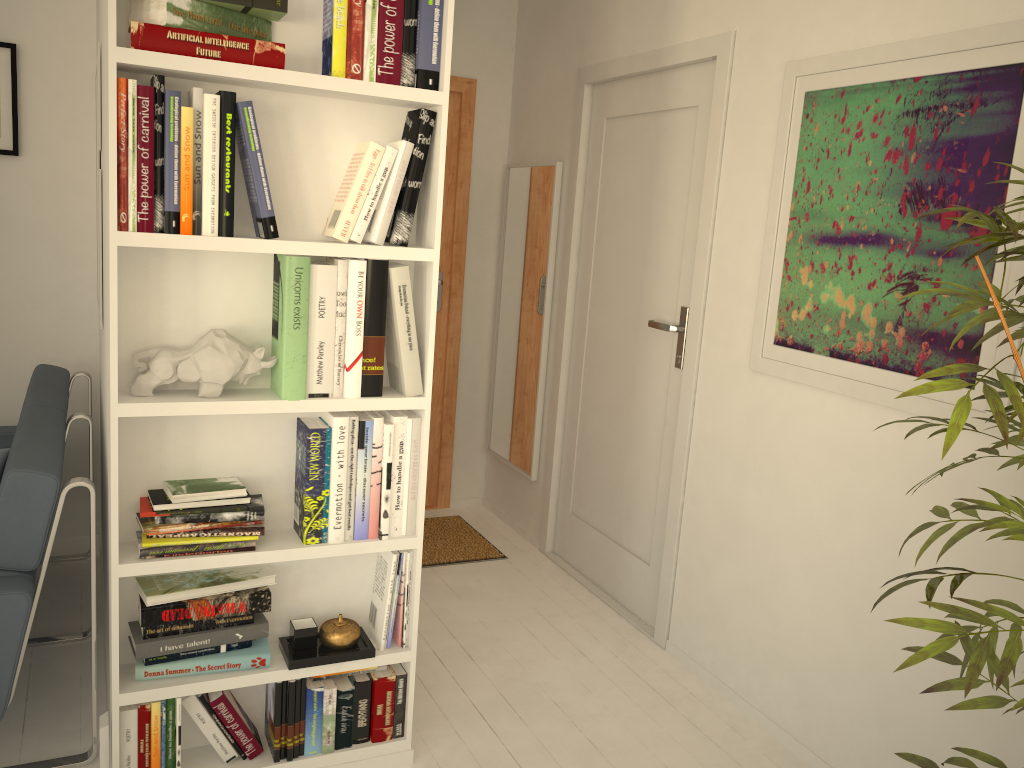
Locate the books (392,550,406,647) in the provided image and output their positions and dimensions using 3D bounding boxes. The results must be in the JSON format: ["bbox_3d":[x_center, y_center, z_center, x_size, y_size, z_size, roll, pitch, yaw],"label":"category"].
[{"bbox_3d":[-0.317,0.531,2.333,0.008,0.256,0.185,-1,11,-26],"label":"books"}]

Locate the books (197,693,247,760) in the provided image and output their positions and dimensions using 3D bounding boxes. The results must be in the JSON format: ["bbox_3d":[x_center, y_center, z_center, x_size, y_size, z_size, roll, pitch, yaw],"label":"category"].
[{"bbox_3d":[-0.717,0.815,2.178,0.118,0.192,0.118,-1,11,-26],"label":"books"}]

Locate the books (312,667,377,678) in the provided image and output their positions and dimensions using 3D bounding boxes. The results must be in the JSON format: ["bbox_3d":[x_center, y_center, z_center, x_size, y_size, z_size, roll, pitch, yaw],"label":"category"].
[{"bbox_3d":[-0.441,0.718,2.283,0.165,0.006,0.103,-1,12,-26],"label":"books"}]

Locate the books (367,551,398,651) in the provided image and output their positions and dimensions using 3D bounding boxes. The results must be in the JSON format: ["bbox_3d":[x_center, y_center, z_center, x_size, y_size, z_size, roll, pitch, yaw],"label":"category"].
[{"bbox_3d":[-0.353,0.531,2.321,0.034,0.256,0.209,-1,11,-26],"label":"books"}]

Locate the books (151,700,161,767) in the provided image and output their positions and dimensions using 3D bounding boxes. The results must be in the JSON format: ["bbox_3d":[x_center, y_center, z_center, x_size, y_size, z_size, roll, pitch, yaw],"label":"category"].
[{"bbox_3d":[-0.856,0.810,2.115,0.020,0.210,0.185,-1,11,-26],"label":"books"}]

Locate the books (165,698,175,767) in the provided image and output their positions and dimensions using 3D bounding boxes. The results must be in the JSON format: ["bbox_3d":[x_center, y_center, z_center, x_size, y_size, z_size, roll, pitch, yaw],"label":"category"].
[{"bbox_3d":[-0.832,0.803,2.142,0.021,0.215,0.174,-1,11,-26],"label":"books"}]

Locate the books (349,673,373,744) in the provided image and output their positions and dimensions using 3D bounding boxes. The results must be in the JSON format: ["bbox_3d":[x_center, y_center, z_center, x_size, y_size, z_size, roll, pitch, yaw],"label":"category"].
[{"bbox_3d":[-0.426,0.816,2.355,0.050,0.170,0.222,-1,11,-26],"label":"books"}]

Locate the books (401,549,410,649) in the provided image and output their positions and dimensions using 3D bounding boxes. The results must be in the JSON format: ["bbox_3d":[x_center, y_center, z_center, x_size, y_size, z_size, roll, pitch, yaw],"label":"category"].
[{"bbox_3d":[-0.305,0.533,2.325,0.007,0.257,0.181,-1,11,-26],"label":"books"}]

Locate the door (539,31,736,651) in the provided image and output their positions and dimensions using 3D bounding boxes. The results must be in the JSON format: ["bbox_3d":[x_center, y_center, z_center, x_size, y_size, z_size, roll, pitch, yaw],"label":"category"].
[{"bbox_3d":[0.452,-0.173,3.326,0.166,2.030,0.956,-1,11,-26],"label":"door"}]

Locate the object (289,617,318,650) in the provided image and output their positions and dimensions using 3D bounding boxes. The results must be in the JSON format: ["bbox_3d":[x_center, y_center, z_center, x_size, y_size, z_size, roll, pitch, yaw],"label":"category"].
[{"bbox_3d":[-0.520,0.623,2.211,0.058,0.055,0.058,-1,11,-26],"label":"object"}]

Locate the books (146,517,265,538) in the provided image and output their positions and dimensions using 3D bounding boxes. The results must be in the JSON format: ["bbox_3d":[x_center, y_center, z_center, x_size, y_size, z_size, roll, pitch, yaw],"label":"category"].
[{"bbox_3d":[-0.720,0.323,2.106,0.255,0.014,0.197,1,11,-16],"label":"books"}]

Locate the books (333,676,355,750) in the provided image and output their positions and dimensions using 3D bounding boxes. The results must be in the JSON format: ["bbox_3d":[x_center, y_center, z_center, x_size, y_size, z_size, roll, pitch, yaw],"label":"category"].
[{"bbox_3d":[-0.465,0.823,2.322,0.048,0.163,0.209,-1,11,-26],"label":"books"}]

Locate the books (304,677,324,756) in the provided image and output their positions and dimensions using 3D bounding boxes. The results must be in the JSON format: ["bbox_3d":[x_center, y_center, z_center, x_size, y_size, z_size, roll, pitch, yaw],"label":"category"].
[{"bbox_3d":[-0.535,0.815,2.292,0.044,0.179,0.224,-1,11,-26],"label":"books"}]

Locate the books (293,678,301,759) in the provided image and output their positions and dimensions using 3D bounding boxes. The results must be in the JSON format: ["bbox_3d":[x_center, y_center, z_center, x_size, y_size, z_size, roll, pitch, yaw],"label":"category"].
[{"bbox_3d":[-0.569,0.800,2.258,0.015,0.214,0.202,-1,11,-26],"label":"books"}]

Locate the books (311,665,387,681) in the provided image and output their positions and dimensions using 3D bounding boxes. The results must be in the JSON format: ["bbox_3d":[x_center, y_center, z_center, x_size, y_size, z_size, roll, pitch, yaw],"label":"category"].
[{"bbox_3d":[-0.438,0.723,2.306,0.193,0.011,0.130,-1,12,-26],"label":"books"}]

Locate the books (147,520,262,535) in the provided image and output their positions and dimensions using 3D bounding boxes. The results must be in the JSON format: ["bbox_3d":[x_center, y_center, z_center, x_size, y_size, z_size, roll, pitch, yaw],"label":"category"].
[{"bbox_3d":[-0.729,0.315,2.079,0.250,0.008,0.135,-2,12,-29],"label":"books"}]

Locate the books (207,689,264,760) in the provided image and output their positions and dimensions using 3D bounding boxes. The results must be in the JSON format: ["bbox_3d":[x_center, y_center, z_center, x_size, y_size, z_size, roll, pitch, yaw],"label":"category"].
[{"bbox_3d":[-0.691,0.817,2.198,0.131,0.188,0.136,-1,11,-26],"label":"books"}]

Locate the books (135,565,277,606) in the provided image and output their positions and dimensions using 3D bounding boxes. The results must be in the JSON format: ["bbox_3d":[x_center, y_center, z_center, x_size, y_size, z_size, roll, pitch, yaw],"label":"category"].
[{"bbox_3d":[-0.737,0.463,2.125,0.297,0.024,0.162,-3,13,-34],"label":"books"}]

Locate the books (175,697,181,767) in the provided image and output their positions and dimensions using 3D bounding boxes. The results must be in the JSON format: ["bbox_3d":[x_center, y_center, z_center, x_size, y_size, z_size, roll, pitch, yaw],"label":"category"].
[{"bbox_3d":[-0.811,0.806,2.136,0.010,0.215,0.194,-1,11,-26],"label":"books"}]

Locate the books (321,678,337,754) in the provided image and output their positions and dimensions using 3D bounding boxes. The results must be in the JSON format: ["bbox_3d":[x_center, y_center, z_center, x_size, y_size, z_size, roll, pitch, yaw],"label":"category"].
[{"bbox_3d":[-0.501,0.817,2.303,0.032,0.176,0.222,-1,11,-26],"label":"books"}]

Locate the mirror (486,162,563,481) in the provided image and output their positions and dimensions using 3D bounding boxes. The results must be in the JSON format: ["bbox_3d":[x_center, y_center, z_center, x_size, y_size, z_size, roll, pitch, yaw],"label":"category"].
[{"bbox_3d":[0.042,-0.295,4.005,0.029,1.369,0.500,-1,11,-26],"label":"mirror"}]

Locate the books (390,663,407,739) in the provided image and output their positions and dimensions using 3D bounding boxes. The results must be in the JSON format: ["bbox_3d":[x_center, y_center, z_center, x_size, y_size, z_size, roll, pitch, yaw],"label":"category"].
[{"bbox_3d":[-0.338,0.812,2.395,0.032,0.176,0.230,-1,11,-26],"label":"books"}]

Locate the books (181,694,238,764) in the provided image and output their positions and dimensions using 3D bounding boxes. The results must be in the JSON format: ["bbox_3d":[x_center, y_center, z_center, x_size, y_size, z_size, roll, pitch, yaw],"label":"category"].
[{"bbox_3d":[-0.747,0.811,2.170,0.135,0.200,0.134,-1,11,-26],"label":"books"}]

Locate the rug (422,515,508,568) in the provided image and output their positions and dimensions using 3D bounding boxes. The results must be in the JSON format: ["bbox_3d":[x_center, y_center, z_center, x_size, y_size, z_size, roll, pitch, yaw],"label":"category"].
[{"bbox_3d":[-0.561,0.695,3.819,0.941,0.002,0.553,-1,12,-26],"label":"rug"}]

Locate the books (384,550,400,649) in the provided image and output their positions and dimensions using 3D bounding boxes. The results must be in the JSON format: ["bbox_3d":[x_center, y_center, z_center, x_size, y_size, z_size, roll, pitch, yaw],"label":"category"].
[{"bbox_3d":[-0.346,0.531,2.327,0.030,0.255,0.198,-1,11,-26],"label":"books"}]

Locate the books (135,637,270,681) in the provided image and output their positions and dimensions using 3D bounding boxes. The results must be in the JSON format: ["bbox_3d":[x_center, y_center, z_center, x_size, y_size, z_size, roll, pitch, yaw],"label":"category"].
[{"bbox_3d":[-0.750,0.642,2.156,0.297,0.038,0.204,0,11,-21],"label":"books"}]

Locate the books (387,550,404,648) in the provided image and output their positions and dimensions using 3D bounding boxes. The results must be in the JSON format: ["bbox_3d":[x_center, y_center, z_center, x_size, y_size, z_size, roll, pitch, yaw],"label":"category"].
[{"bbox_3d":[-0.322,0.538,2.300,0.033,0.258,0.130,-1,11,-26],"label":"books"}]

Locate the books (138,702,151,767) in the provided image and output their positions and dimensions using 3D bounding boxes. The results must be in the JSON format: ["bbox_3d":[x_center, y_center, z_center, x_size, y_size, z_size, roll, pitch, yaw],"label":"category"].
[{"bbox_3d":[-0.879,0.812,2.109,0.026,0.206,0.187,-1,11,-26],"label":"books"}]

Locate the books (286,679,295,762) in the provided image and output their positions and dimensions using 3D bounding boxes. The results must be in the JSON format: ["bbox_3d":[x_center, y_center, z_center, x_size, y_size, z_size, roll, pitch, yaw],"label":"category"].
[{"bbox_3d":[-0.579,0.802,2.245,0.015,0.214,0.202,-1,11,-26],"label":"books"}]

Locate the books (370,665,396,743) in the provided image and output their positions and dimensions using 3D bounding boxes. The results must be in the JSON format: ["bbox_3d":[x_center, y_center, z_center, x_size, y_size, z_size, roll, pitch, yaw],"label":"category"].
[{"bbox_3d":[-0.370,0.815,2.359,0.056,0.179,0.202,-1,11,-26],"label":"books"}]

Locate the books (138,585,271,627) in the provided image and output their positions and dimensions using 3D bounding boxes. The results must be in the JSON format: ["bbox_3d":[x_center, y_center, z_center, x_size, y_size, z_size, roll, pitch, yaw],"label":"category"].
[{"bbox_3d":[-0.737,0.502,2.117,0.285,0.047,0.185,-1,12,-26],"label":"books"}]

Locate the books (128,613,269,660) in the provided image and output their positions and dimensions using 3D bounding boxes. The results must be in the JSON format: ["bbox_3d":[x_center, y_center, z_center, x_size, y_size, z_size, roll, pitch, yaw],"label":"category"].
[{"bbox_3d":[-0.753,0.580,2.124,0.297,0.039,0.165,-2,12,-30],"label":"books"}]

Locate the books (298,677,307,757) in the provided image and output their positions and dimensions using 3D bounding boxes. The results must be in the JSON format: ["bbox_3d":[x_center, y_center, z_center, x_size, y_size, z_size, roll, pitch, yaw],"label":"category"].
[{"bbox_3d":[-0.557,0.799,2.269,0.015,0.214,0.202,-1,11,-26],"label":"books"}]

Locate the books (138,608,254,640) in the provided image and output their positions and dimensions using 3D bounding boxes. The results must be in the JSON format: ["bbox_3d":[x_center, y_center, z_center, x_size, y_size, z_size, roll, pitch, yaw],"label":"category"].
[{"bbox_3d":[-0.755,0.545,2.115,0.247,0.039,0.143,-1,12,-29],"label":"books"}]

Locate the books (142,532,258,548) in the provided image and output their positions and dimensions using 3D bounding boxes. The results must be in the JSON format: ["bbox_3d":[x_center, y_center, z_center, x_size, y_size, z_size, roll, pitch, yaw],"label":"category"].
[{"bbox_3d":[-0.732,0.340,2.075,0.248,0.009,0.171,0,11,-23],"label":"books"}]

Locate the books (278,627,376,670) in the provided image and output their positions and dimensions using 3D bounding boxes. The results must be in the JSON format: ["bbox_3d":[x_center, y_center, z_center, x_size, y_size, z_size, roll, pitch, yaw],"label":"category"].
[{"bbox_3d":[-0.464,0.660,2.222,0.215,0.023,0.130,-1,12,-26],"label":"books"}]

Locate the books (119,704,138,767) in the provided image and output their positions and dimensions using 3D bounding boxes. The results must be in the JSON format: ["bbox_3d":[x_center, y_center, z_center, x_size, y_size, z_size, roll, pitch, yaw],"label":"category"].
[{"bbox_3d":[-0.911,0.816,2.099,0.039,0.199,0.185,-1,11,-26],"label":"books"}]

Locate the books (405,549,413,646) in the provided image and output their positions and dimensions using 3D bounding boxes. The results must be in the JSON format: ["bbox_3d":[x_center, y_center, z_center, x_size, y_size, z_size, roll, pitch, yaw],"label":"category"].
[{"bbox_3d":[-0.293,0.535,2.321,0.011,0.256,0.139,-1,11,-26],"label":"books"}]

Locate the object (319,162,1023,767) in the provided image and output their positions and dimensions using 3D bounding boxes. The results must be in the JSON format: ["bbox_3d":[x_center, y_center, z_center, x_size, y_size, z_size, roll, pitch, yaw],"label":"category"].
[{"bbox_3d":[0.535,0.298,1.690,0.778,1.709,2.090,-6,14,-44],"label":"object"}]

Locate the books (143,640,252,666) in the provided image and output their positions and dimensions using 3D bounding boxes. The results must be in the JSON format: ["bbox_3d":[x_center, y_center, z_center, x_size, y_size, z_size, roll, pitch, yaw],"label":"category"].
[{"bbox_3d":[-0.770,0.608,2.140,0.241,0.024,0.168,-2,12,-30],"label":"books"}]

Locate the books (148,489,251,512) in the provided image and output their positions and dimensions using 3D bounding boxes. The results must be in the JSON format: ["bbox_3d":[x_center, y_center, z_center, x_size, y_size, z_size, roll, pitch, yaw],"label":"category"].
[{"bbox_3d":[-0.734,0.255,2.069,0.212,0.017,0.165,-1,12,-28],"label":"books"}]

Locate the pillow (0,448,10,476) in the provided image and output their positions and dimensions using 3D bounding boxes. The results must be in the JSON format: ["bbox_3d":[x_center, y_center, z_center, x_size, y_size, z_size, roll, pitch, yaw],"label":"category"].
[{"bbox_3d":[-2.066,0.274,3.111,0.540,0.276,0.157,0,11,-24],"label":"pillow"}]

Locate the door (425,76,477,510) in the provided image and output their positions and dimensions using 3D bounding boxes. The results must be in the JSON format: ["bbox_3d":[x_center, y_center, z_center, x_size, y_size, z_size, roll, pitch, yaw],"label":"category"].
[{"bbox_3d":[-0.672,-0.388,4.040,0.931,2.030,0.160,-1,11,-26],"label":"door"}]

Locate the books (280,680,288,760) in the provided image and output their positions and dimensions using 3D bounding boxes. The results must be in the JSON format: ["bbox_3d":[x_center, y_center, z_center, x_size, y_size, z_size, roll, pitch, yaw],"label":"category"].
[{"bbox_3d":[-0.598,0.800,2.250,0.015,0.214,0.202,-1,11,-26],"label":"books"}]

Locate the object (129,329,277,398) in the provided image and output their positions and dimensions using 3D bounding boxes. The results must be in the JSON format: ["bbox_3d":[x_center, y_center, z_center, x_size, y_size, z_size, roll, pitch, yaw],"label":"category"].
[{"bbox_3d":[-0.687,-0.051,1.988,0.311,0.150,0.137,1,11,-18],"label":"object"}]

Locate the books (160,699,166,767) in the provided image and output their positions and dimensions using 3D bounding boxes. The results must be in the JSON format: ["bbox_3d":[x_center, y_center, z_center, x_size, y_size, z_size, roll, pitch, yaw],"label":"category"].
[{"bbox_3d":[-0.847,0.808,2.134,0.012,0.206,0.194,-1,11,-26],"label":"books"}]

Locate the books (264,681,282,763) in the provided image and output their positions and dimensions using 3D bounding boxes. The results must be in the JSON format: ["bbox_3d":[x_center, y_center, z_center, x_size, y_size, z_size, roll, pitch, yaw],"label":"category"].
[{"bbox_3d":[-0.609,0.801,2.237,0.015,0.214,0.202,-1,11,-26],"label":"books"}]
